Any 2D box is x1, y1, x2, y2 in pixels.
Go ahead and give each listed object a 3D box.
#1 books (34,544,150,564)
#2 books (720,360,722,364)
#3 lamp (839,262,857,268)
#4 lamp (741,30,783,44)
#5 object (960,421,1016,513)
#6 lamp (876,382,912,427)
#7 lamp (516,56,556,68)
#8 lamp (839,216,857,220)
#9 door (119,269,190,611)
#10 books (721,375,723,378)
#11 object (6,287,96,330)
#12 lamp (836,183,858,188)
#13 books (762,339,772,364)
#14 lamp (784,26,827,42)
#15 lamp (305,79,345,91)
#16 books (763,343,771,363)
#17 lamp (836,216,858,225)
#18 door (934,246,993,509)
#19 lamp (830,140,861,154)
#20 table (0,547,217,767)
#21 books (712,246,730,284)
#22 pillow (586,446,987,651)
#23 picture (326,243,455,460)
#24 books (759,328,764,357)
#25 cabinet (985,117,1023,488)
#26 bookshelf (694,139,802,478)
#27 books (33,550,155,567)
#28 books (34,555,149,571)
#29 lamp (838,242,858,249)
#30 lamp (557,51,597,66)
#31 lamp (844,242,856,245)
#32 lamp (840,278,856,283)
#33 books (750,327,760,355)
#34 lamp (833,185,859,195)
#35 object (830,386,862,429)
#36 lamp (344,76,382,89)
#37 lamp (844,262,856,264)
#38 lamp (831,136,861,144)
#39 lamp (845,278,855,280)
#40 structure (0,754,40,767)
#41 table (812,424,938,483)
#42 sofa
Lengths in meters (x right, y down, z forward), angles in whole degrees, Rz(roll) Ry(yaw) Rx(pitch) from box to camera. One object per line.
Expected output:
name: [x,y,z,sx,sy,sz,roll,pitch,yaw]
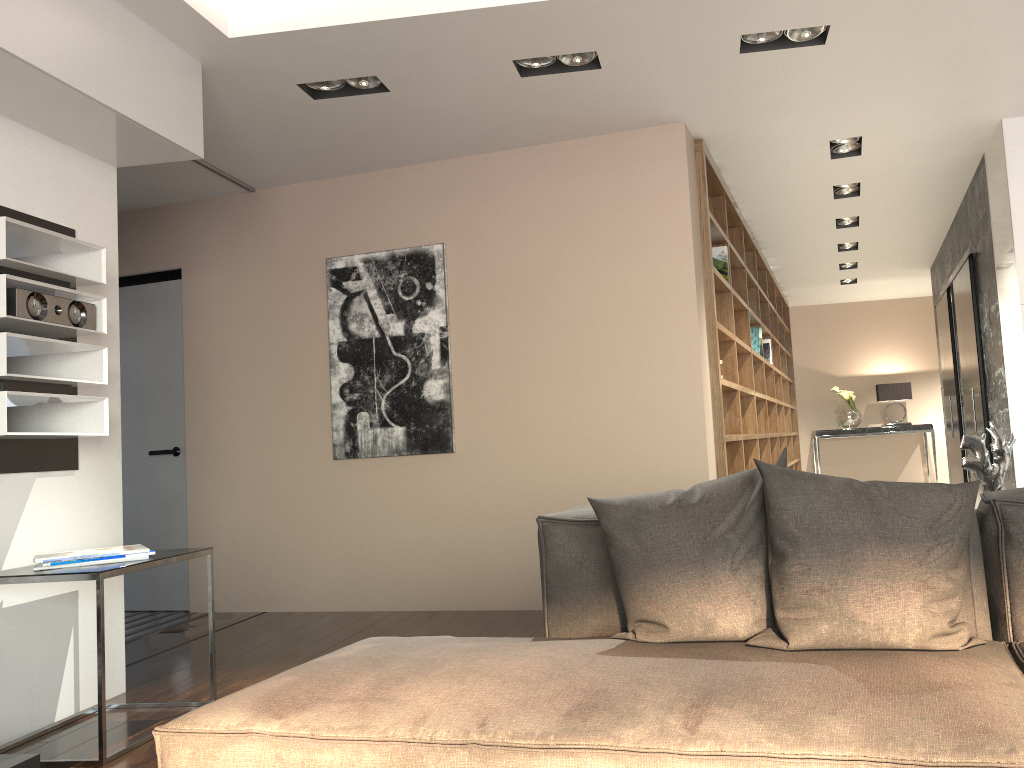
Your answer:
books: [-1.404,0.566,2.937,0.335,0.011,0.240,-1,-5,-31]
books: [1.111,-0.115,5.098,0.158,0.020,0.201,-3,-4,-10]
lamp: [3.437,-1.233,8.994,0.171,0.077,0.182,-5,-5,20]
lamp: [1.056,-1.488,3.717,0.172,0.077,0.181,-5,-4,16]
object: [1.427,0.253,2.598,0.295,0.288,0.274,-2,-5,-20]
lamp: [4.792,0.258,11.010,0.393,0.528,0.290,-4,-5,9]
lamp: [0.104,-1.423,3.826,0.172,0.077,0.181,-5,-4,16]
lamp: [2.649,-1.340,6.955,0.173,0.077,0.180,-4,-4,13]
door: [-2.417,0.364,5.538,0.970,2.094,0.159,-4,-5,17]
books: [1.115,-0.030,5.092,0.158,0.022,0.201,-3,-4,-10]
object: [-1.553,-0.244,2.947,0.071,0.094,0.366,-4,-4,12]
lamp: [2.289,-1.388,6.027,0.186,0.077,0.167,0,-5,-35]
books: [2.357,-0.295,8.294,0.169,0.244,0.019,-4,-5,17]
lamp: [1.232,-1.500,3.697,0.185,0.077,0.169,-1,-5,-25]
lamp: [-0.837,-1.358,3.935,0.172,0.077,0.181,-5,-4,16]
books: [2.352,-0.278,8.272,0.150,0.205,0.023,-4,-5,17]
lamp: [2.715,-1.331,7.128,0.171,0.077,0.182,-5,-5,20]
door: [3.761,0.145,7.352,0.125,2.056,2.939,-5,-5,21]
lamp: [1.997,-1.428,5.268,0.186,0.077,0.168,0,-5,-34]
table: [-1.366,0.873,2.924,0.443,0.563,0.610,-4,-4,11]
books: [1.298,-0.754,5.672,0.187,0.248,0.044,-4,-5,17]
pillow: [1.094,0.285,1.437,1.106,0.431,2.004,-1,-5,-27]
picture: [-0.695,-0.176,4.968,0.730,1.166,0.030,-4,-5,16]
books: [2.016,-0.342,7.422,0.188,0.245,0.029,-4,-5,17]
cabinet: [4.286,-0.535,1.665,4.377,2.501,7.032,-4,-4,11]
bookshelf: [2.205,0.065,7.926,0.281,2.491,6.762,-5,-5,21]
books: [-1.395,0.576,2.937,0.336,0.011,0.239,0,-5,-36]
books: [-1.392,0.586,2.928,0.333,0.011,0.241,-1,-5,-26]
lamp: [3.077,-1.282,8.064,0.171,0.077,0.182,-5,-5,20]
lamp: [0.280,-1.435,3.806,0.176,0.077,0.178,-4,-4,5]
lamp: [3.010,-1.291,7.891,0.173,0.077,0.180,-4,-4,13]
lamp: [3.790,-1.184,9.921,0.171,0.077,0.182,-5,-5,20]
books: [1.988,-0.349,7.408,0.195,0.260,0.015,-4,-5,17]
lamp: [2.356,-1.379,6.200,0.186,0.077,0.168,0,-5,-34]
object: [4.243,0.289,11.110,0.332,0.546,0.286,-2,-5,-16]
lamp: [-0.661,-1.370,3.915,0.176,0.077,0.178,-4,-4,5]
lamp: [3.370,-1.242,8.822,0.173,0.077,0.180,-4,-4,13]
lamp: [1.930,-1.437,5.096,0.186,0.077,0.167,0,-5,-35]
lamp: [3.724,-1.193,9.749,0.173,0.077,0.180,-4,-4,13]
structure: [-1.876,0.146,1.037,0.472,1.767,2.933,-4,-4,12]
table: [4.533,0.975,11.024,1.411,0.866,0.452,-4,-5,7]
sofa: [0.501,0.549,1.091,2.647,0.704,2.566,-5,-5,19]
